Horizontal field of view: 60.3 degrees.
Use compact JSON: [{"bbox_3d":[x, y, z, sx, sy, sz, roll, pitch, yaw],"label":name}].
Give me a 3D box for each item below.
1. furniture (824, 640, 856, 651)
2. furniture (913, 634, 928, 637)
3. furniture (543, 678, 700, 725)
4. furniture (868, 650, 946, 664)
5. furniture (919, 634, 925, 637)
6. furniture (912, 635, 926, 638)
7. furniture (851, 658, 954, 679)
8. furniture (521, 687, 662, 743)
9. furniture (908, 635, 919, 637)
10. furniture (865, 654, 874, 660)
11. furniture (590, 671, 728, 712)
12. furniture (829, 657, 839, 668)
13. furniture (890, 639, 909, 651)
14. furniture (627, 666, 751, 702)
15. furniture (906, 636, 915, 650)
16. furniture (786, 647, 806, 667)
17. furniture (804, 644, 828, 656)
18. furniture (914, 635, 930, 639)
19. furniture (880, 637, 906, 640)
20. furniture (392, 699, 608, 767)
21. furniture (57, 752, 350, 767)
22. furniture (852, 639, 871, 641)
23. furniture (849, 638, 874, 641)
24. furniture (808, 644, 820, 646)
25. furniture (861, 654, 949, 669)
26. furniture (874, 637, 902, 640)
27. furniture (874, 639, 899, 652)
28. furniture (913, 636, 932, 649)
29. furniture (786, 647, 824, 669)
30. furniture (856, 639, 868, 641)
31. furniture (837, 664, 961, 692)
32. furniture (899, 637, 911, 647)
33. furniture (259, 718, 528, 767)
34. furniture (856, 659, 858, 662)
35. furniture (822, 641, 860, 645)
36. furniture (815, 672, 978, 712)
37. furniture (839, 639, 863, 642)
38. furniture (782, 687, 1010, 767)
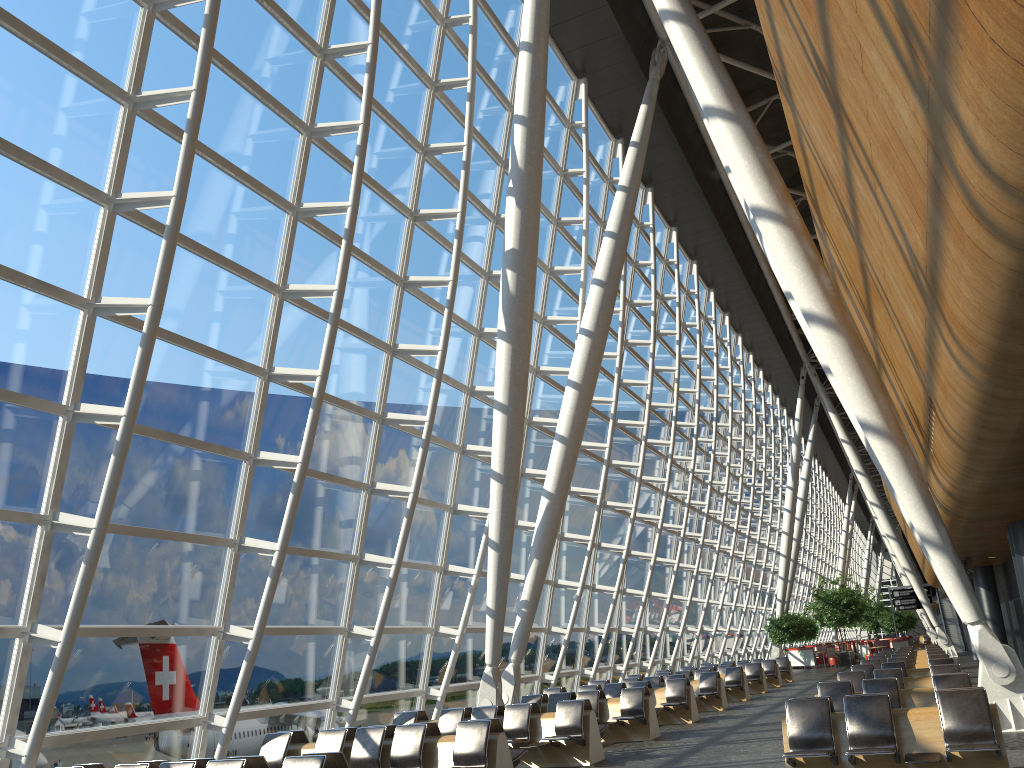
[{"bbox_3d":[22.676,18.180,60.458,2.828,0.986,0.910,3,-16,-23],"label":"furniture"},{"bbox_3d":[36.194,22.846,78.638,1.911,0.849,1.689,-12,-18,22],"label":"furniture"},{"bbox_3d":[2.185,6.698,18.416,3.276,0.849,1.689,-12,-18,23],"label":"furniture"},{"bbox_3d":[9.824,7.108,21.816,1.911,0.849,1.689,-12,-18,22],"label":"furniture"},{"bbox_3d":[37.442,23.591,81.328,1.911,0.849,1.689,-12,-18,22],"label":"furniture"},{"bbox_3d":[32.449,20.611,70.568,1.911,0.849,1.689,-12,-18,22],"label":"furniture"},{"bbox_3d":[7.327,5.618,16.436,1.911,0.849,1.689,-12,-18,22],"label":"furniture"},{"bbox_3d":[0.937,5.953,15.726,3.276,0.849,1.689,-12,-18,23],"label":"furniture"},{"bbox_3d":[38.691,24.336,84.018,1.911,0.849,1.689,-12,-18,22],"label":"furniture"},{"bbox_3d":[16.775,12.873,41.236,0.448,0.449,0.448,-16,-18,34],"label":"furniture"},{"bbox_3d":[3.433,7.443,21.106,3.276,0.849,1.689,-12,-18,23],"label":"furniture"},{"bbox_3d":[15.170,13.086,41.466,0.443,0.449,0.454,1,-16,-23],"label":"furniture"},{"bbox_3d":[18.526,12.803,42.388,0.900,0.985,2.863,-15,-20,34],"label":"furniture"},{"bbox_3d":[4.682,8.188,23.796,3.276,0.849,1.689,-12,-18,23],"label":"furniture"},{"bbox_3d":[25.704,16.966,57.473,0.894,0.984,2.883,-10,-18,20],"label":"furniture"},{"bbox_3d":[15.105,14.338,46.273,0.900,0.985,2.863,-15,-20,34],"label":"furniture"},{"bbox_3d":[17.477,15.371,50.180,0.888,0.984,2.903,-3,-17,-9],"label":"furniture"},{"bbox_3d":[31.200,19.866,67.878,1.911,0.849,1.689,-12,-18,22],"label":"furniture"},{"bbox_3d":[22.392,15.493,51.923,0.888,0.984,2.903,-3,-17,-9],"label":"furniture"},{"bbox_3d":[-0.312,5.208,13.036,3.276,0.849,1.689,-12,-18,23],"label":"furniture"},{"bbox_3d":[-2.809,3.718,7.656,3.276,0.849,1.689,-12,-18,23],"label":"furniture"},{"bbox_3d":[32.300,24.671,83.308,3.276,0.849,1.689,-12,-18,23],"label":"furniture"},{"bbox_3d":[34.797,26.162,88.688,3.276,0.849,1.689,-12,-18,23],"label":"furniture"},{"bbox_3d":[18.224,16.199,52.994,0.900,0.985,2.863,-15,-20,34],"label":"furniture"},{"bbox_3d":[8.575,6.363,19.126,1.911,0.849,1.689,-12,-18,22],"label":"furniture"},{"bbox_3d":[23.631,16.482,55.378,2.828,0.986,0.910,3,-16,-23],"label":"furniture"},{"bbox_3d":[19.273,13.632,45.202,0.888,0.984,2.903,-3,-17,-9],"label":"furniture"},{"bbox_3d":[29.952,19.121,65.187,1.911,0.849,1.689,-12,-18,22],"label":"furniture"},{"bbox_3d":[14.358,13.509,43.459,0.888,0.984,2.903,-3,-17,-9],"label":"furniture"},{"bbox_3d":[31.052,23.926,80.618,3.276,0.849,1.689,-12,-18,23],"label":"furniture"},{"bbox_3d":[6.079,4.873,13.746,1.911,0.849,1.689,-12,-18,22],"label":"furniture"},{"bbox_3d":[21.645,14.665,49.109,0.900,0.985,2.863,-15,-20,34],"label":"furniture"},{"bbox_3d":[-1.560,4.463,10.346,3.276,0.849,1.689,-12,-18,23],"label":"furniture"},{"bbox_3d":[18.282,14.544,46.912,0.443,0.449,0.453,-7,-15,6],"label":"furniture"},{"bbox_3d":[26.058,20.946,69.858,3.276,0.849,1.689,-12,-18,23],"label":"furniture"},{"bbox_3d":[4.830,4.127,11.056,1.911,0.849,1.689,-12,-18,22],"label":"furniture"},{"bbox_3d":[33.549,25.416,85.998,3.276,0.849,1.689,-12,-18,23],"label":"furniture"},{"bbox_3d":[3.582,3.382,8.366,1.911,0.849,1.689,-12,-18,22],"label":"furniture"}]
